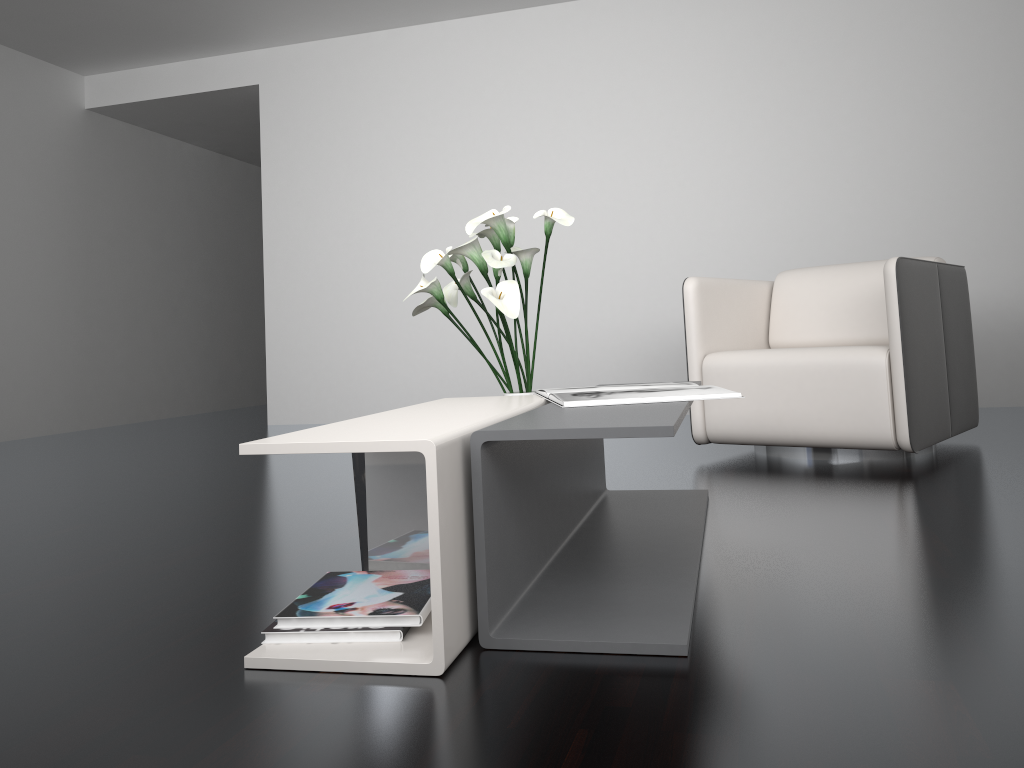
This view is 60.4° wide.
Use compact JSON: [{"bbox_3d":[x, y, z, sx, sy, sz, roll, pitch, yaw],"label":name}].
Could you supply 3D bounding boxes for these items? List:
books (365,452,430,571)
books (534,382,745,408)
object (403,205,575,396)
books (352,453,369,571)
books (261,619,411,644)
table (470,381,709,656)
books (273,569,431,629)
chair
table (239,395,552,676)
[{"bbox_3d":[-0.166,0.219,1.594,0.205,0.286,0.007,-3,-4,13],"label":"books"},{"bbox_3d":[0.253,0.017,1.965,0.358,0.017,0.547,-3,2,-4],"label":"books"},{"bbox_3d":[-0.053,-0.060,2.307,0.447,0.803,0.375,-3,-3,-1],"label":"object"},{"bbox_3d":[-0.177,0.228,1.626,0.233,0.265,0.050,-3,-4,13],"label":"books"},{"bbox_3d":[-0.251,0.364,1.419,0.213,0.017,0.263,-2,2,6],"label":"books"},{"bbox_3d":[0.240,0.188,1.866,0.298,0.315,1.257,-3,2,14],"label":"table"},{"bbox_3d":[-0.230,0.346,1.434,0.227,0.017,0.263,-2,2,6],"label":"books"},{"bbox_3d":[1.212,-0.139,3.298,0.764,0.666,0.920,-3,0,40],"label":"chair"},{"bbox_3d":[-0.129,0.213,1.693,0.298,0.315,0.968,-3,2,14],"label":"table"}]
